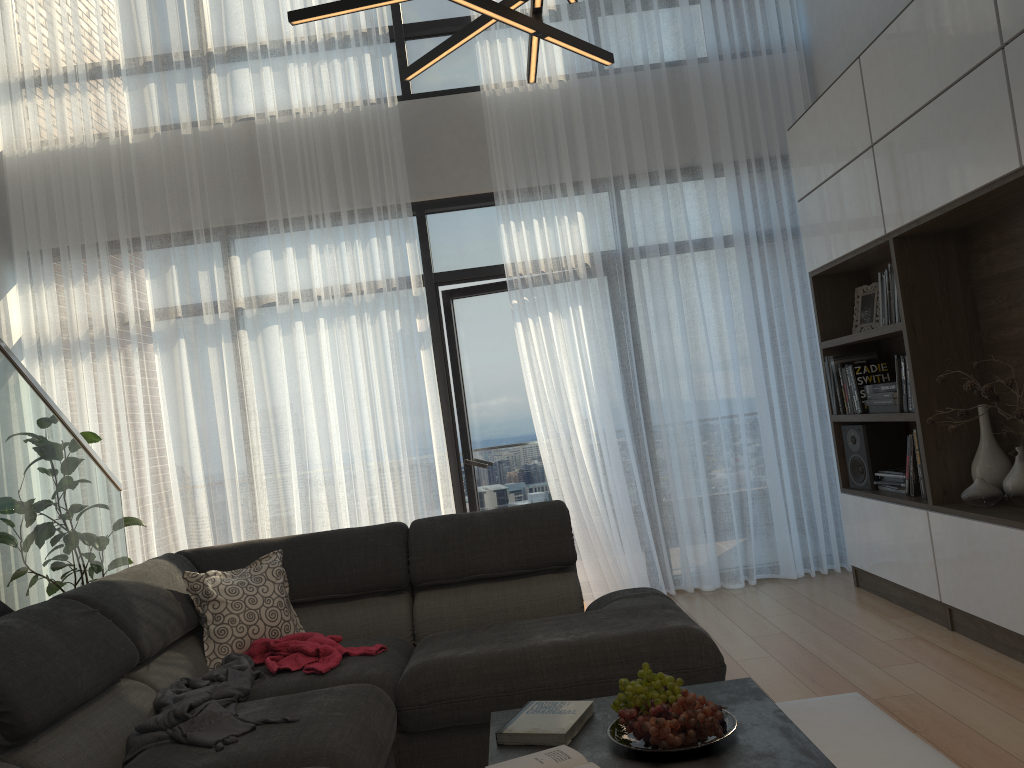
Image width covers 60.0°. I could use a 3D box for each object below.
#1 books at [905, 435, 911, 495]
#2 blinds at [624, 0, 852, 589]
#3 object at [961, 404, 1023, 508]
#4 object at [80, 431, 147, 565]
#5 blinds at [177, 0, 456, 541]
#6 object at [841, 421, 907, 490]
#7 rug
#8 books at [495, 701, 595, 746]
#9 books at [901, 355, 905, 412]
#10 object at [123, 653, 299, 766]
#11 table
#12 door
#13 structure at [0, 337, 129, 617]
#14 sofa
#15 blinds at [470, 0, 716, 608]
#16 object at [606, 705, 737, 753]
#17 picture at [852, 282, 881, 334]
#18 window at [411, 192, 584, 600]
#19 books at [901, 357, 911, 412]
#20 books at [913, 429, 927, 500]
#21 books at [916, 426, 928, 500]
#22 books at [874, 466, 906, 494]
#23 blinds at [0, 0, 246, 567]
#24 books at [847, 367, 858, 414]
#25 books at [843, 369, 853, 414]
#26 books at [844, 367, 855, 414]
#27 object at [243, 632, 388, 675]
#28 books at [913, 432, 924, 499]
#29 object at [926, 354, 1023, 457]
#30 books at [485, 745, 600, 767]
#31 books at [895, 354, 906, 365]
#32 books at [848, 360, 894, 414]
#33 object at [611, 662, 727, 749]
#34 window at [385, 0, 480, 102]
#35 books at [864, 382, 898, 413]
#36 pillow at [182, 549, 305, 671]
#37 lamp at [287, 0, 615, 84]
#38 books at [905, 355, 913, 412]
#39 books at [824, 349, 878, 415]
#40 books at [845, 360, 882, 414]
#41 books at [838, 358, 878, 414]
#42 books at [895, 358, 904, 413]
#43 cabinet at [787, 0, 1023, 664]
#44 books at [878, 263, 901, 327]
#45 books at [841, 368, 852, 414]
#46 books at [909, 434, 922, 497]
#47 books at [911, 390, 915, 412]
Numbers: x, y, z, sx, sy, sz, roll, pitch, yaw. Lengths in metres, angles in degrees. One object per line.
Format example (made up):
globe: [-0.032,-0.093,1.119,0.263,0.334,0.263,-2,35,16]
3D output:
books: [1.935,0.360,4.083,0.232,0.284,0.142,-7,-2,-1]
blinds: [1.207,-1.646,5.227,1.163,5.581,0.218,-7,-2,-3]
object: [1.958,0.277,3.536,0.313,0.397,0.313,-10,-3,41]
object: [-2.409,0.894,4.710,0.528,1.463,0.774,-8,-3,20]
blinds: [-1.282,-1.321,5.195,1.374,5.581,0.218,-7,-2,-3]
object: [1.889,0.365,4.600,0.244,0.331,0.214,-7,-3,-11]
rug: [0.446,1.129,1.871,1.606,0.013,2.496,-7,-2,-1]
books: [0.086,0.835,2.189,0.179,0.029,0.225,-8,-3,22]
books: [1.819,-0.012,3.918,0.192,0.254,0.075,-7,-2,-2]
object: [-0.898,0.923,2.551,0.411,0.118,0.905,-6,-3,-25]
table: [0.314,0.975,2.016,0.700,0.323,0.700,-7,-2,-1]
door: [0.225,0.314,5.464,1.118,1.976,0.206,-8,-3,9]
structure: [-2.229,-0.072,0.798,1.289,3.460,5.660,-7,-2,-1]
sofa: [-0.417,0.763,2.170,2.108,0.995,3.169,-7,-2,0]
blinds: [0.327,-1.536,5.135,0.858,5.579,0.589,-6,-3,-24]
object: [0.365,0.792,2.024,0.295,0.026,0.295,-7,-3,-7]
picture: [1.887,-0.394,4.661,0.114,0.270,0.216,-7,-3,-20]
window: [-0.396,0.138,5.360,4.808,2.501,0.119,-7,-2,-1]
books: [1.807,-0.007,3.892,0.179,0.243,0.071,-7,-2,-2]
books: [1.923,0.341,3.935,0.237,0.314,0.034,-7,-2,-1]
books: [1.926,0.333,3.903,0.237,0.326,0.026,-7,-2,-1]
books: [1.906,0.467,4.306,0.204,0.099,0.325,-7,-2,-1]
blinds: [-2.356,-1.182,5.156,1.223,5.581,0.218,-7,-2,-3]
books: [1.796,0.020,4.446,0.177,0.242,0.066,-7,-2,-1]
books: [1.800,0.027,4.527,0.170,0.236,0.049,-7,-2,0]
books: [1.792,0.023,4.505,0.169,0.242,0.050,-7,-2,-1]
object: [-0.719,0.891,2.965,0.536,0.077,0.323,-9,-3,33]
books: [1.919,0.351,3.966,0.213,0.301,0.028,-7,-2,-1]
object: [1.872,0.179,3.366,0.542,0.598,0.317,-9,-3,35]
books: [0.076,0.825,1.864,0.199,0.025,0.294,-6,-3,-21]
books: [1.822,-0.013,3.965,0.197,0.260,0.066,-7,-2,-1]
books: [1.799,0.014,4.412,0.191,0.249,0.083,-7,-2,-1]
object: [0.363,0.722,2.021,0.256,0.173,0.279,-7,-2,-3]
window: [-0.799,-2.933,5.495,4.808,2.500,0.119,-7,-2,-1]
books: [1.867,0.052,4.195,0.277,0.137,0.343,-7,-2,-1]
pillow: [-1.021,0.778,2.059,0.386,0.364,2.734,-8,-2,3]
lamp: [-0.171,-2.617,2.141,1.200,3.645,0.831,-8,-3,9]
books: [1.819,-0.013,3.854,0.191,0.249,0.084,-7,-2,-1]
books: [1.809,-0.007,4.675,0.259,0.321,0.128,-7,-2,-1]
books: [1.803,0.015,4.476,0.193,0.255,0.066,-7,-2,-1]
books: [1.808,0.011,4.584,0.202,0.268,0.053,-7,-2,-1]
books: [1.795,-0.001,3.942,0.172,0.242,0.069,-7,-2,0]
cabinet: [1.832,-0.264,2.779,0.338,2.494,4.036,-7,-2,-1]
books: [1.851,-0.427,4.117,0.185,0.299,0.367,-7,-2,-1]
books: [1.806,0.026,4.551,0.189,0.240,0.053,-7,-2,0]
books: [1.917,0.358,4.032,0.210,0.289,0.100,-7,-2,-2]
books: [1.819,-0.019,3.821,0.197,0.260,0.066,-7,-2,-1]
